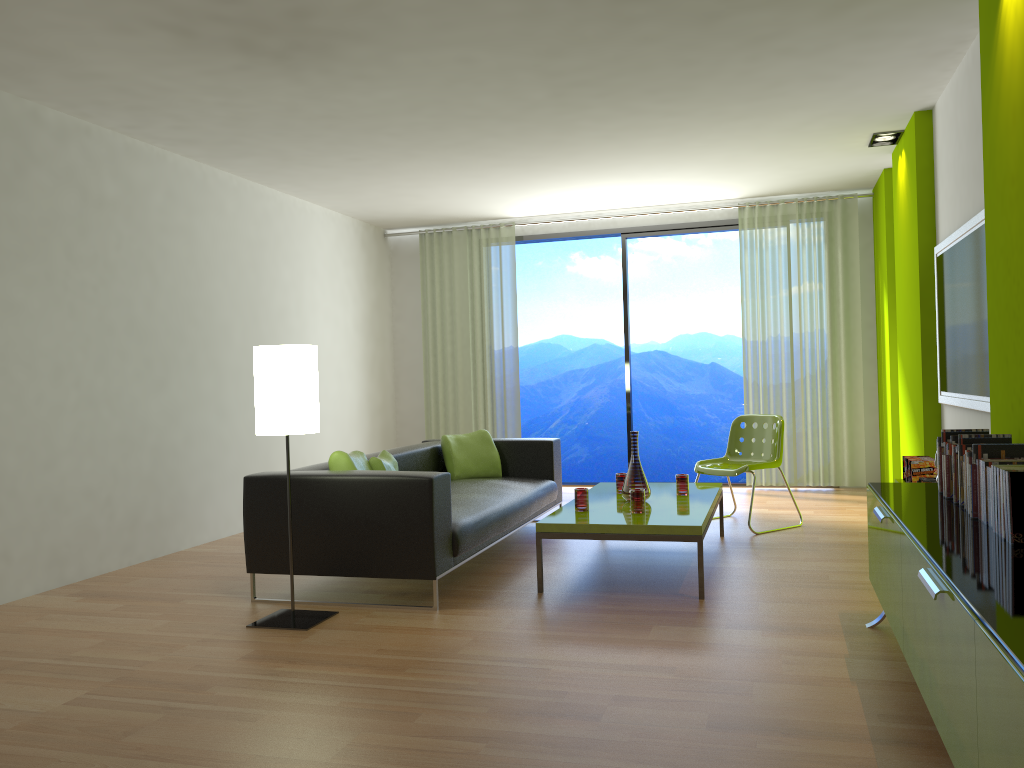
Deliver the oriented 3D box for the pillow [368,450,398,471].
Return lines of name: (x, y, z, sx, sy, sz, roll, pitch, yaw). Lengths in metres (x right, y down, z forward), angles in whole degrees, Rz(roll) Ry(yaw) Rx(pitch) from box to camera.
pillow: (-0.729, 0.551, 5.121, 0.164, 0.317, 0.380, -2, 0, 0)

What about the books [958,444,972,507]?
books: (1.611, 0.313, 3.010, 0.172, 0.217, 0.031, -2, 0, 17)

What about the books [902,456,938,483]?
books: (2.385, 0.511, 5.174, 0.147, 0.150, 0.370, -2, 0, 17)

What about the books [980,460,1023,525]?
books: (1.493, 0.329, 2.665, 0.140, 0.197, 0.069, -2, 0, 17)

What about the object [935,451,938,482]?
object: (2.202, 0.448, 4.468, 0.107, 0.305, 0.107, -2, 0, -17)

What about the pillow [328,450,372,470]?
pillow: (-0.829, 0.541, 4.740, 0.210, 0.403, 0.457, -2, 0, 2)

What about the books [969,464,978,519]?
books: (1.519, 0.338, 2.753, 0.178, 0.177, 0.030, -2, 0, 17)

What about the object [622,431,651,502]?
object: (0.702, 0.469, 5.046, 0.168, 0.400, 0.168, -2, 0, 2)

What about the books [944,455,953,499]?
books: (1.659, 0.338, 3.190, 0.185, 0.164, 0.025, -2, 0, 17)

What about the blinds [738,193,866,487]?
blinds: (2.580, -0.371, 7.922, 1.012, 2.568, 0.067, -2, 0, 17)

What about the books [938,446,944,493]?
books: (1.703, 0.326, 3.336, 0.180, 0.183, 0.025, -2, 0, 17)

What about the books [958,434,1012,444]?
books: (1.626, 0.297, 3.045, 0.163, 0.248, 0.017, -2, 0, 17)

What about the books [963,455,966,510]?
books: (1.577, 0.329, 2.921, 0.161, 0.191, 0.021, -2, 0, 17)

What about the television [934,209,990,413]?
television: (2.349, -0.344, 4.600, 0.028, 0.941, 1.537, -2, 0, 17)

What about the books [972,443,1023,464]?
books: (1.533, 0.307, 2.775, 0.161, 0.239, 0.020, -2, 0, 17)

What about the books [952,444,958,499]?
books: (1.662, 0.318, 3.163, 0.163, 0.204, 0.025, -2, 0, 17)

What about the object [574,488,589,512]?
object: (0.374, 0.621, 4.752, 0.075, 0.122, 0.076, -2, 0, -39)

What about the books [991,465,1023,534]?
books: (1.447, 0.330, 2.509, 0.154, 0.200, 0.031, -2, 0, 17)

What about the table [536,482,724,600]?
table: (0.748, 0.840, 5.083, 0.810, 0.349, 1.682, -2, 0, 17)

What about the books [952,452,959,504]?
books: (1.625, 0.329, 3.068, 0.180, 0.185, 0.025, -2, 0, 17)

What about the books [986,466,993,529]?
books: (1.467, 0.336, 2.579, 0.131, 0.185, 0.112, -2, 0, 17)

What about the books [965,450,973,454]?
books: (1.596, 0.321, 2.941, 0.163, 0.204, 0.025, -2, 0, 17)

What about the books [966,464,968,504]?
books: (1.563, 0.342, 2.872, 0.161, 0.166, 0.020, -2, 0, 17)

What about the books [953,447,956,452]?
books: (1.656, 0.321, 3.142, 0.163, 0.198, 0.018, -2, 0, 17)

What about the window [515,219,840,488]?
window: (1.333, -0.253, 8.528, 3.336, 2.498, 0.219, -2, 0, 17)

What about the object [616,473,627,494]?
object: (0.674, 0.609, 5.422, 0.075, 0.122, 0.076, -2, 0, -39)

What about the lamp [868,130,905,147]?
lamp: (2.561, -1.740, 6.080, 0.192, 0.131, 0.352, -2, 0, 17)

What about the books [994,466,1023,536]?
books: (1.438, 0.330, 2.480, 0.154, 0.200, 0.031, -2, 0, 17)

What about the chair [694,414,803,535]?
chair: (1.590, 0.603, 6.168, 0.546, 0.759, 0.640, -2, 0, -35)

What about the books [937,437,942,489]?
books: (1.722, 0.309, 3.390, 0.172, 0.215, 0.030, -2, 0, 17)

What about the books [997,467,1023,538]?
books: (1.428, 0.331, 2.446, 0.154, 0.200, 0.031, -2, 0, 17)

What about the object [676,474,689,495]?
object: (1.012, 0.599, 5.264, 0.075, 0.122, 0.076, -2, 0, -39)

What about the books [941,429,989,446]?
books: (1.716, 0.294, 3.354, 0.163, 0.246, 0.017, -2, 0, 17)

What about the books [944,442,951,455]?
books: (1.702, 0.317, 3.307, 0.163, 0.201, 0.032, -2, 0, 17)

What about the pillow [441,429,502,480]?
pillow: (-0.301, 0.514, 6.316, 0.399, 0.362, 0.269, -2, 0, -25)

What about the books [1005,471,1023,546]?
books: (1.398, 0.331, 2.344, 0.154, 0.202, 0.048, -2, 0, 17)

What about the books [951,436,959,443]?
books: (1.703, 0.304, 3.277, 0.144, 0.227, 0.025, -2, 0, 17)

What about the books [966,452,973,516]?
books: (1.541, 0.321, 2.818, 0.170, 0.209, 0.036, -2, 0, 17)

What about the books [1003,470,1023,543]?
books: (1.407, 0.331, 2.374, 0.154, 0.202, 0.048, -2, 0, 17)

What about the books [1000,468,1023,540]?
books: (1.418, 0.331, 2.412, 0.154, 0.200, 0.031, -2, 0, 17)

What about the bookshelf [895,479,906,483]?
bookshelf: (2.270, 0.778, 4.623, 0.306, 0.378, 1.630, -2, 0, 17)

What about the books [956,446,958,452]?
books: (1.641, 0.319, 3.093, 0.163, 0.204, 0.033, -2, 0, 17)

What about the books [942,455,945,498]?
books: (1.665, 0.338, 3.218, 0.185, 0.162, 0.025, -2, 0, 17)

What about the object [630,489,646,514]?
object: (0.658, 0.613, 4.629, 0.076, 0.122, 0.075, -2, 0, -18)

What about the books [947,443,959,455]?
books: (1.682, 0.317, 3.239, 0.163, 0.201, 0.025, -2, 0, 17)

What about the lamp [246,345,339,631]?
lamp: (-1.009, 0.451, 4.020, 0.302, 1.244, 0.295, -2, 0, 17)

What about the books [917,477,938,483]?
books: (2.270, 0.550, 4.783, 0.164, 0.078, 0.172, -2, 0, 15)

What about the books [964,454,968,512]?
books: (1.570, 0.327, 2.896, 0.161, 0.196, 0.030, -2, 0, 17)

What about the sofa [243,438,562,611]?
sofa: (-0.453, 0.733, 5.456, 1.061, 0.639, 2.583, -2, 0, 17)

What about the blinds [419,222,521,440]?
blinds: (-0.409, -0.283, 8.812, 1.012, 2.568, 0.067, -2, 0, 17)

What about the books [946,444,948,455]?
books: (1.688, 0.320, 3.259, 0.163, 0.196, 0.018, -2, 0, 17)

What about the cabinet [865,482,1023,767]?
cabinet: (1.248, 0.728, 2.051, 0.547, 0.593, 3.384, -2, 0, 17)

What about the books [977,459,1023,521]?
books: (1.517, 0.329, 2.718, 0.161, 0.196, 0.038, -2, 0, 17)
